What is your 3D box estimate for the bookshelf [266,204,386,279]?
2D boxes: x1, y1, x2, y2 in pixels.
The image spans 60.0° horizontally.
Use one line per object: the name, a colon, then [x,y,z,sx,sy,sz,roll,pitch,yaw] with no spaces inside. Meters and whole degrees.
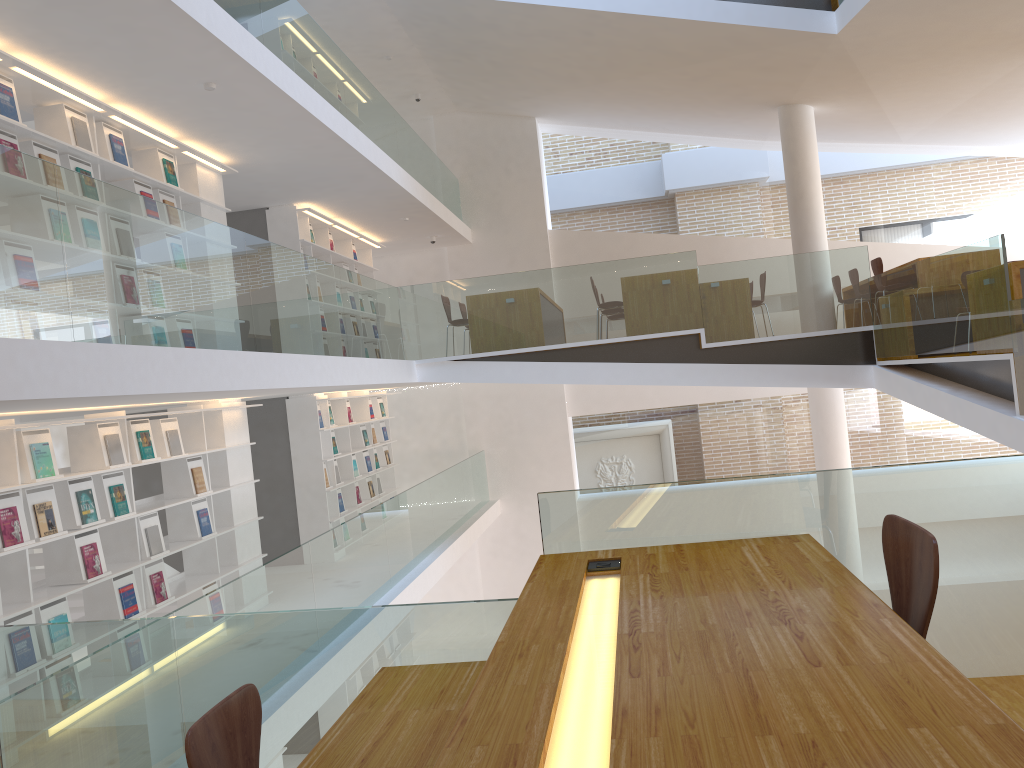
bookshelf: [-2.128,-1.042,11.037,0.498,1.836,2.984,-6,0,8]

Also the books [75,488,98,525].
books: [-2.608,0.754,5.441,0.037,0.210,0.145,-6,0,8]

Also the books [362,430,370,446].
books: [-1.868,0.691,11.342,0.037,0.210,0.145,-6,0,8]

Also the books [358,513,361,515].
books: [-1.837,1.682,10.784,0.037,0.210,0.145,-6,0,8]

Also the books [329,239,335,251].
books: [-2.192,-1.655,10.793,0.037,0.210,0.145,-6,0,8]

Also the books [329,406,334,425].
books: [-2.074,0.358,10.101,0.037,0.210,0.145,-6,0,8]

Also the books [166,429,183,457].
books: [-2.486,0.443,6.535,0.037,0.210,0.145,-6,0,8]

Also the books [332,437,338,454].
books: [-2.030,0.710,10.123,0.037,0.210,0.145,-6,0,8]

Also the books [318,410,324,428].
books: [-2.115,0.395,9.747,0.037,0.210,0.145,-6,0,8]

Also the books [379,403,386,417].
books: [-1.783,0.361,12.222,0.037,0.210,0.145,-6,0,8]

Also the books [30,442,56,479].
books: [-2.686,0.441,5.078,0.037,0.210,0.145,-6,0,8]

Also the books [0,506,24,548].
books: [-2.697,0.770,4.765,0.037,0.210,0.145,-6,0,8]

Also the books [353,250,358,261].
books: [-2.070,-1.667,11.693,0.037,0.210,0.145,-6,0,8]

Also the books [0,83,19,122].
books: [-2.902,-1.616,5.087,0.037,0.210,0.145,-6,0,8]

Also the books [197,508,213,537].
books: [-2.375,1.073,6.858,0.037,0.210,0.145,-6,0,8]

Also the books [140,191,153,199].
books: [-2.674,-1.307,6.535,0.037,0.210,0.145,-6,0,8]

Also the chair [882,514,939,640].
chair: [0.764,0.680,2.022,0.381,0.693,0.428,-6,0,8]

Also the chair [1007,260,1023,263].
chair: [4.035,-0.624,6.712,0.428,0.693,0.381,-6,0,8]

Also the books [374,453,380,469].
books: [-1.785,1.021,11.674,0.037,0.210,0.145,-6,0,8]

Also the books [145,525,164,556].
books: [-2.472,1.091,6.136,0.037,0.210,0.145,-6,0,8]

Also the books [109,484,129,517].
books: [-2.557,0.761,5.775,0.037,0.210,0.145,-6,0,8]

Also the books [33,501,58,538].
books: [-2.664,0.782,5.069,0.037,0.210,0.145,-6,0,8]

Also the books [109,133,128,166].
books: [-2.751,-1.630,6.205,0.037,0.210,0.145,-6,0,8]

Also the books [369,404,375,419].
books: [-1.854,0.373,11.690,0.037,0.210,0.145,-6,0,8]

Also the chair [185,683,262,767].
chair: [-0.526,1.133,2.203,0.381,0.693,0.428,-6,0,8]

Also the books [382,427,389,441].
books: [-1.744,0.696,12.221,0.037,0.210,0.145,-6,0,8]

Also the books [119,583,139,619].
books: [-2.491,1.415,5.770,0.037,0.210,0.145,-6,0,8]

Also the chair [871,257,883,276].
chair: [3.928,-0.955,9.066,0.381,0.693,0.428,-6,0,8]

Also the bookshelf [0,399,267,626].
bookshelf: [-2.646,1.077,6.024,0.397,1.836,3.666,-6,0,8]

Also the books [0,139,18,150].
books: [-2.871,-1.287,5.085,0.037,0.210,0.145,-6,0,8]

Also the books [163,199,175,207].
books: [-2.631,-1.308,6.848,0.037,0.210,0.145,-6,0,8]

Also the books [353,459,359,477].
books: [-1.909,1.026,10.789,0.037,0.210,0.145,-6,0,8]

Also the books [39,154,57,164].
books: [-2.824,-1.290,5.429,0.037,0.210,0.145,-6,0,8]

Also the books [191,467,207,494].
books: [-2.415,0.747,6.842,0.037,0.210,0.145,-6,0,8]

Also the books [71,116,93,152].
books: [-2.807,-1.624,5.789,0.037,0.210,0.145,-6,0,8]

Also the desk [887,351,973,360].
desk: [5.153,-0.697,7.860,3.356,0.606,0.760,-6,0,8]

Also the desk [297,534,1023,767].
desk: [0.035,0.960,1.008,1.285,0.918,3.236,-6,0,8]

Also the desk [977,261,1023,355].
desk: [4.987,-0.474,5.836,3.216,1.022,1.248,-6,0,8]

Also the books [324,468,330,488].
books: [-2.053,1.034,9.729,0.037,0.210,0.145,-6,0,8]

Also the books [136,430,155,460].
books: [-2.541,0.428,6.150,0.037,0.210,0.145,-6,0,8]

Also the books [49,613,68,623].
books: [-2.581,1.433,5.079,0.037,0.210,0.145,-6,0,8]

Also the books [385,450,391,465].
books: [-1.710,1.019,12.224,0.037,0.210,0.145,-6,0,8]

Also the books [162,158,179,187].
books: [-2.656,-1.637,6.899,0.037,0.210,0.145,-6,0,8]

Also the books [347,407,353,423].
books: [-1.976,0.385,10.790,0.037,0.210,0.145,-6,0,8]

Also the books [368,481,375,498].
books: [-1.795,1.348,11.345,0.037,0.210,0.145,-6,0,8]

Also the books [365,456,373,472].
books: [-1.830,1.025,11.342,0.037,0.210,0.145,-6,0,8]

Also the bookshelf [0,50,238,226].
bookshelf: [-2.812,-0.977,6.021,0.498,1.836,3.666,-6,0,8]

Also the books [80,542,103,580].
books: [-2.573,1.086,5.431,0.037,0.210,0.145,-6,0,8]

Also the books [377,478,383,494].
books: [-1.751,1.344,11.674,0.037,0.210,0.145,-6,0,8]

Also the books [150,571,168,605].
books: [-2.442,1.411,6.134,0.037,0.210,0.145,-6,0,8]

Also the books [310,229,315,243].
books: [-2.286,-1.663,10.111,0.037,0.210,0.145,-6,0,8]

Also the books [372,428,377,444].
books: [-1.821,0.686,11.690,0.037,0.210,0.145,-6,0,8]

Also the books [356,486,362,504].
books: [-1.874,1.352,10.788,0.037,0.210,0.145,-6,0,8]

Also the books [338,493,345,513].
books: [-1.961,1.357,10.131,0.037,0.210,0.145,-6,0,8]

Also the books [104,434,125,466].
books: [-2.591,0.432,5.782,0.037,0.210,0.145,-6,0,8]

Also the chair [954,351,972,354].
chair: [4.045,-0.624,7.605,0.428,0.693,0.381,-6,0,8]

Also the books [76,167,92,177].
books: [-2.773,-1.295,5.781,0.037,0.210,0.145,-6,0,8]

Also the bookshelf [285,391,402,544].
bookshelf: [-1.912,1.007,11.034,0.498,1.836,2.984,-6,0,8]

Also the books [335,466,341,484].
books: [-1.998,1.039,10.108,0.037,0.210,0.145,-6,0,8]
